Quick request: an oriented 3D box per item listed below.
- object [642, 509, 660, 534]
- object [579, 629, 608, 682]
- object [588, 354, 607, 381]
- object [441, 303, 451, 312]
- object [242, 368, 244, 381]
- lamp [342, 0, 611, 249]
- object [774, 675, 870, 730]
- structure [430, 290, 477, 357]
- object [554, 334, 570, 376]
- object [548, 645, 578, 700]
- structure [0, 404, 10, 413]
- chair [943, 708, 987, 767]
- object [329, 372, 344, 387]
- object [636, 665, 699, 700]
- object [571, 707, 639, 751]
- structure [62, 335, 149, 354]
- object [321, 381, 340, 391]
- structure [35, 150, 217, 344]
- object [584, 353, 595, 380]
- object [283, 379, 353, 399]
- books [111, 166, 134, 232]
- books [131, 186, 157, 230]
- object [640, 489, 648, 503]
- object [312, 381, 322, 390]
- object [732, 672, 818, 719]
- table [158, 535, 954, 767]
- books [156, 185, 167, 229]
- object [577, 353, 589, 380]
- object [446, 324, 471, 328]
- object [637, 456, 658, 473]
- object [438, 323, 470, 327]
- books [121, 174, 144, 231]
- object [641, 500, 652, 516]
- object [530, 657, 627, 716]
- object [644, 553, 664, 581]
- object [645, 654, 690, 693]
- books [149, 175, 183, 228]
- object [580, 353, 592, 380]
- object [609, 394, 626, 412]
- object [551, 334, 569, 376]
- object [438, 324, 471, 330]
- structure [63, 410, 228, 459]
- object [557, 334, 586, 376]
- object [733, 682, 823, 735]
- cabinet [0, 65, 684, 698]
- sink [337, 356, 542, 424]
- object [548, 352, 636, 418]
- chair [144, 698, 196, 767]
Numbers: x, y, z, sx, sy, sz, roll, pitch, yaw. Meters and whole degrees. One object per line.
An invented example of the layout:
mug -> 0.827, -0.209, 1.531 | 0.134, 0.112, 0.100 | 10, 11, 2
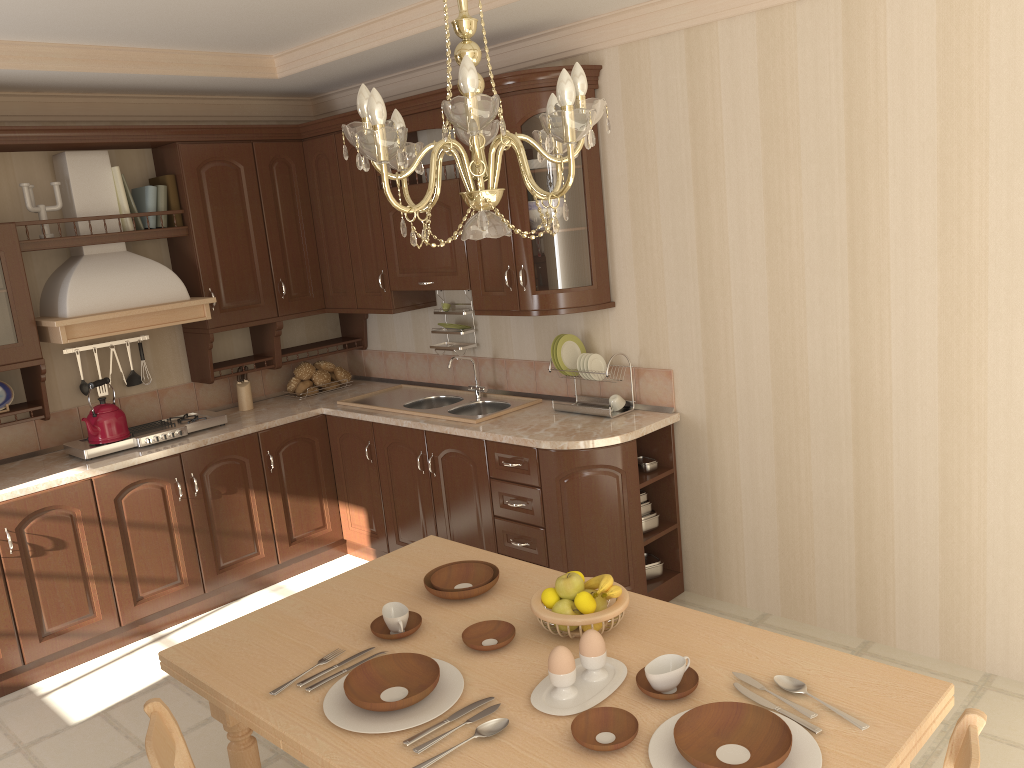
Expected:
object -> 0.544, 0.595, 3.907 | 0.145, 0.077, 0.208 | -13, 13, -33
object -> 0.171, 0.568, 1.875 | 0.058, 0.104, 0.058 | -1, 12, 23
object -> 0.377, -0.074, 3.923 | 0.034, 0.119, 0.123 | 5, 16, 44
object -> -0.343, -0.405, 4.662 | 0.044, 0.051, 0.049 | -3, 12, 14
object -> -1.483, -0.010, 4.889 | 0.016, 0.158, 0.051 | -4, 11, 8
lamp -> -0.097, -0.759, 1.650 | 0.502, 0.982, 0.501 | -3, 12, 15
object -> 0.589, 0.610, 1.706 | 0.047, 0.011, 0.219 | -12, 13, -28
structure -> -0.321, -0.327, 4.632 | 0.256, 0.361, 0.131 | 5, 16, 44
object -> 0.258, -0.132, 4.029 | 0.193, 0.188, 0.047 | -16, 15, -43
object -> 0.103, 0.586, 1.819 | 0.058, 0.104, 0.058 | -1, 12, 23
structure -> -2.324, 0.069, 3.953 | 0.080, 0.126, 0.110 | 5, 16, 44
chair -> 0.539, 1.007, 1.585 | 0.517, 0.846, 0.462 | 3, 14, 37
object -> -1.046, -0.032, 5.211 | 0.125, 0.100, 0.091 | 4, 15, 40
object -> 0.316, 0.609, 1.803 | 0.127, 0.026, 0.126 | 2, 14, 35
object -> 0.174, 0.652, 1.661 | 0.127, 0.026, 0.126 | 2, 14, 35
structure -> -2.013, -0.197, 4.411 | 0.008, 0.020, 0.422 | 5, 16, 44
object -> -1.055, 0.008, 5.143 | 0.105, 0.060, 0.103 | 4, 15, 40
structure -> -1.904, -0.673, 4.182 | 0.455, 0.845, 0.753 | 5, 16, 44
object -> 0.362, -0.076, 3.938 | 0.034, 0.119, 0.123 | 5, 16, 44
object -> -1.115, 0.019, 5.117 | 0.199, 0.060, 0.364 | 5, 16, 44
books -> -1.918, -0.892, 4.305 | 0.194, 0.305, 0.042 | 5, 16, 44
books -> -1.826, -0.870, 4.402 | 0.205, 0.209, 0.086 | 5, 16, 44
object -> 0.533, 0.491, 3.887 | 0.084, 0.045, 0.120 | -13, 13, -33
object -> -1.116, -0.012, 5.155 | 0.098, 0.094, 0.114 | 0, 12, 25
object -> 0.514, 0.611, 1.753 | 0.022, 0.004, 0.216 | -12, 13, -29
table -> 0.030, 1.002, 2.039 | 1.567, 0.774, 0.900 | 5, 16, 44
books -> -1.784, -0.880, 4.431 | 0.205, 0.209, 0.080 | 5, 16, 44
object -> 0.333, -0.079, 3.968 | 0.034, 0.119, 0.123 | 5, 16, 44
object -> -0.298, -0.301, 4.595 | 0.174, 0.051, 0.167 | 5, 16, 44
object -> 0.579, 0.352, 3.883 | 0.084, 0.045, 0.120 | -13, 13, -33
object -> -0.298, -0.304, 4.595 | 0.174, 0.051, 0.167 | 5, 16, 44
books -> -1.894, -0.883, 4.340 | 0.194, 0.271, 0.068 | 5, 16, 44
object -> 0.538, 0.537, 3.896 | 0.106, 0.057, 0.152 | -13, 13, -33
object -> 0.141, 0.628, 1.850 | 0.157, 0.005, 0.245 | 4, 15, 41
object -> 0.568, 0.823, 3.954 | 0.208, 0.077, 0.145 | -10, 12, -20
object -> 0.321, 0.592, 1.804 | 0.119, 0.055, 0.063 | -12, 13, -30
books -> -1.743, -0.916, 4.474 | 0.205, 0.254, 0.052 | 5, 16, 44
object -> 0.348, -0.077, 3.953 | 0.123, 0.119, 0.034 | -16, 15, -42
object -> 0.468, 0.081, 3.938 | 0.073, 0.072, 0.085 | -4, 11, 9
object -> 0.245, -0.134, 4.042 | 0.193, 0.188, 0.047 | -16, 15, -43
object -> -0.299, -0.298, 4.595 | 0.174, 0.051, 0.167 | 5, 16, 44
structure -> -1.751, 0.235, 4.301 | 0.325, 0.054, 0.710 | 5, 16, 44
object -> 0.271, -0.131, 4.016 | 0.193, 0.188, 0.047 | -16, 15, -43
object -> 0.502, 0.620, 1.702 | 0.023, 0.008, 0.221 | -12, 13, -29
cabinet -> -1.296, 0.061, 3.488 | 2.436, 2.313, 3.226 | 5, 16, 44
sink -> -0.398, 0.032, 4.487 | 1.077, 0.348, 0.448 | 5, 16, 44
object -> 0.352, -0.012, 3.967 | 0.172, 0.275, 0.359 | -16, 15, -43
chair -> -0.414, 1.050, 1.849 | 0.517, 0.846, 0.462 | -12, 13, -27
